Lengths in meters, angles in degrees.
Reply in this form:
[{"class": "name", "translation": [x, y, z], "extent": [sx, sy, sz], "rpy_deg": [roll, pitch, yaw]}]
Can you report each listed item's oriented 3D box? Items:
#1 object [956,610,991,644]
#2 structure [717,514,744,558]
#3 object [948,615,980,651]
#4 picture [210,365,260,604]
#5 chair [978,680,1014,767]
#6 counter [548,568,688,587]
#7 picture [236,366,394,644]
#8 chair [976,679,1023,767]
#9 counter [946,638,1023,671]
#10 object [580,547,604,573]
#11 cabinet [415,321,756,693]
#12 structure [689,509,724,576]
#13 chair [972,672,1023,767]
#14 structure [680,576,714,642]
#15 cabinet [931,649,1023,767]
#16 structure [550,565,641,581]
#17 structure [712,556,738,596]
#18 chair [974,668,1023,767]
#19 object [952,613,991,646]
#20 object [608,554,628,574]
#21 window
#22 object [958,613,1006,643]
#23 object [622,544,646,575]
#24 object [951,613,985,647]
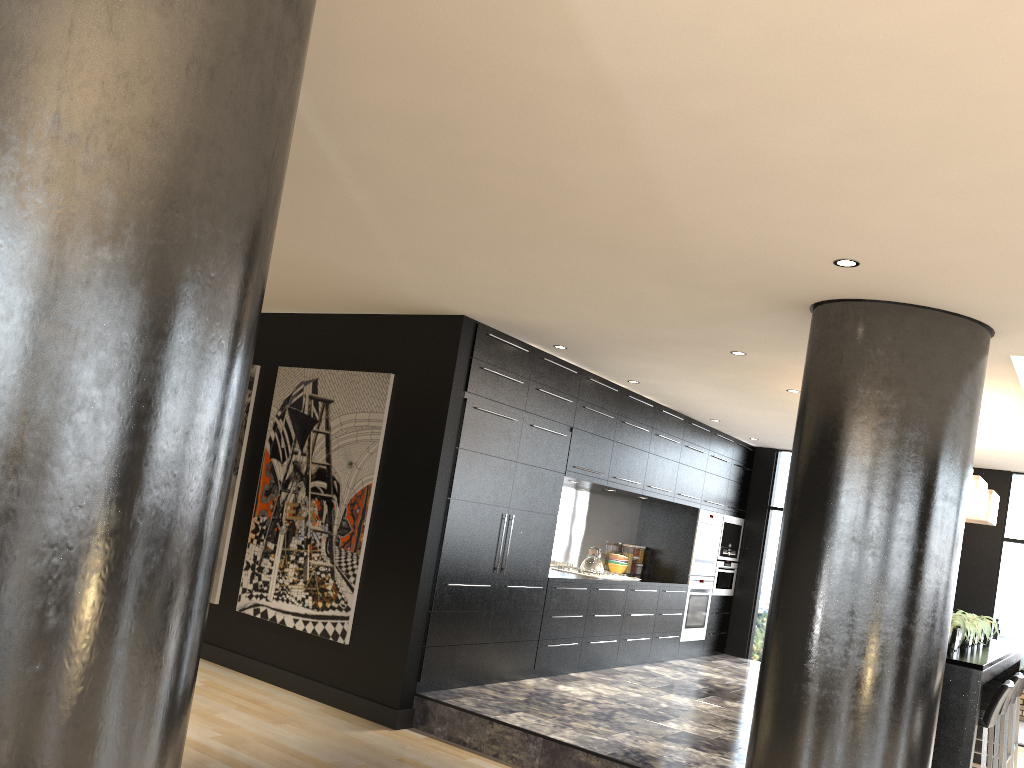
[{"class": "object", "translation": [3.562, 1.886, 6.834], "extent": [0.410, 0.237, 0.397], "rpy_deg": [13, -8, -30]}, {"class": "structure", "translation": [2.556, 1.784, 10.295], "extent": [0.026, 0.471, 0.685], "rpy_deg": [7, -6, 35]}, {"class": "object", "translation": [2.849, 1.631, 5.855], "extent": [0.410, 0.237, 0.397], "rpy_deg": [13, -8, -30]}, {"class": "picture", "translation": [-2.581, 0.748, 7.174], "extent": [1.149, 1.862, 0.078], "rpy_deg": [6, -4, 35]}, {"class": "chair", "translation": [2.803, 2.302, 5.560], "extent": [0.516, 0.958, 0.481], "rpy_deg": [7, -5, 35]}, {"class": "counter", "translation": [0.785, 1.832, 8.410], "extent": [0.727, 0.033, 2.898], "rpy_deg": [4, -10, 34]}, {"class": "picture", "translation": [-1.431, 0.823, 6.379], "extent": [1.149, 1.862, 0.078], "rpy_deg": [6, -4, 35]}, {"class": "chair", "translation": [3.997, 2.747, 7.341], "extent": [0.516, 0.958, 0.481], "rpy_deg": [7, -5, 35]}, {"class": "counter", "translation": [3.096, 1.929, 6.707], "extent": [1.174, 0.031, 3.155], "rpy_deg": [4, -10, 34]}, {"class": "object", "translation": [0.754, 1.618, 8.156], "extent": [0.220, 0.228, 0.224], "rpy_deg": [7, -6, 27]}, {"class": "cabinet", "translation": [0.879, 1.386, 8.417], "extent": [0.724, 2.506, 5.801], "rpy_deg": [7, -7, 35]}, {"class": "structure", "translation": [2.137, 1.753, 9.709], "extent": [0.085, 0.702, 0.709], "rpy_deg": [7, -5, 35]}, {"class": "chair", "translation": [3.238, 2.464, 6.209], "extent": [0.516, 0.958, 0.481], "rpy_deg": [7, -5, 35]}, {"class": "structure", "translation": [2.021, 2.460, 9.677], "extent": [0.085, 0.702, 0.709], "rpy_deg": [7, -5, 35]}, {"class": "cabinet", "translation": [3.010, 2.454, 6.683], "extent": [1.174, 1.030, 3.155], "rpy_deg": [5, -8, 35]}, {"class": "structure", "translation": [0.804, 1.810, 8.399], "extent": [0.518, 0.066, 0.912], "rpy_deg": [4, -10, 34]}, {"class": "structure", "translation": [2.481, 2.239, 10.275], "extent": [0.070, 0.442, 0.687], "rpy_deg": [7, -6, 35]}, {"class": "chair", "translation": [3.624, 2.608, 6.785], "extent": [0.516, 0.958, 0.481], "rpy_deg": [7, -5, 35]}, {"class": "object", "translation": [3.354, 1.819, 6.522], "extent": [0.410, 0.215, 0.397], "rpy_deg": [13, -8, -30]}, {"class": "object", "translation": [1.104, 1.882, 9.224], "extent": [0.184, 0.204, 0.207], "rpy_deg": [6, -6, 36]}, {"class": "window", "translation": [5.053, 0.127, 1.340], "extent": [10.084, 4.750, 16.089], "rpy_deg": [6, -8, 22]}, {"class": "object", "translation": [3.728, 1.973, 7.184], "extent": [0.401, 0.215, 0.406], "rpy_deg": [13, -8, -30]}, {"class": "object", "translation": [1.301, 1.900, 9.549], "extent": [0.113, 0.313, 0.370], "rpy_deg": [7, -6, 35]}, {"class": "object", "translation": [3.096, 1.717, 6.178], "extent": [0.401, 0.237, 0.406], "rpy_deg": [13, -8, -30]}]
